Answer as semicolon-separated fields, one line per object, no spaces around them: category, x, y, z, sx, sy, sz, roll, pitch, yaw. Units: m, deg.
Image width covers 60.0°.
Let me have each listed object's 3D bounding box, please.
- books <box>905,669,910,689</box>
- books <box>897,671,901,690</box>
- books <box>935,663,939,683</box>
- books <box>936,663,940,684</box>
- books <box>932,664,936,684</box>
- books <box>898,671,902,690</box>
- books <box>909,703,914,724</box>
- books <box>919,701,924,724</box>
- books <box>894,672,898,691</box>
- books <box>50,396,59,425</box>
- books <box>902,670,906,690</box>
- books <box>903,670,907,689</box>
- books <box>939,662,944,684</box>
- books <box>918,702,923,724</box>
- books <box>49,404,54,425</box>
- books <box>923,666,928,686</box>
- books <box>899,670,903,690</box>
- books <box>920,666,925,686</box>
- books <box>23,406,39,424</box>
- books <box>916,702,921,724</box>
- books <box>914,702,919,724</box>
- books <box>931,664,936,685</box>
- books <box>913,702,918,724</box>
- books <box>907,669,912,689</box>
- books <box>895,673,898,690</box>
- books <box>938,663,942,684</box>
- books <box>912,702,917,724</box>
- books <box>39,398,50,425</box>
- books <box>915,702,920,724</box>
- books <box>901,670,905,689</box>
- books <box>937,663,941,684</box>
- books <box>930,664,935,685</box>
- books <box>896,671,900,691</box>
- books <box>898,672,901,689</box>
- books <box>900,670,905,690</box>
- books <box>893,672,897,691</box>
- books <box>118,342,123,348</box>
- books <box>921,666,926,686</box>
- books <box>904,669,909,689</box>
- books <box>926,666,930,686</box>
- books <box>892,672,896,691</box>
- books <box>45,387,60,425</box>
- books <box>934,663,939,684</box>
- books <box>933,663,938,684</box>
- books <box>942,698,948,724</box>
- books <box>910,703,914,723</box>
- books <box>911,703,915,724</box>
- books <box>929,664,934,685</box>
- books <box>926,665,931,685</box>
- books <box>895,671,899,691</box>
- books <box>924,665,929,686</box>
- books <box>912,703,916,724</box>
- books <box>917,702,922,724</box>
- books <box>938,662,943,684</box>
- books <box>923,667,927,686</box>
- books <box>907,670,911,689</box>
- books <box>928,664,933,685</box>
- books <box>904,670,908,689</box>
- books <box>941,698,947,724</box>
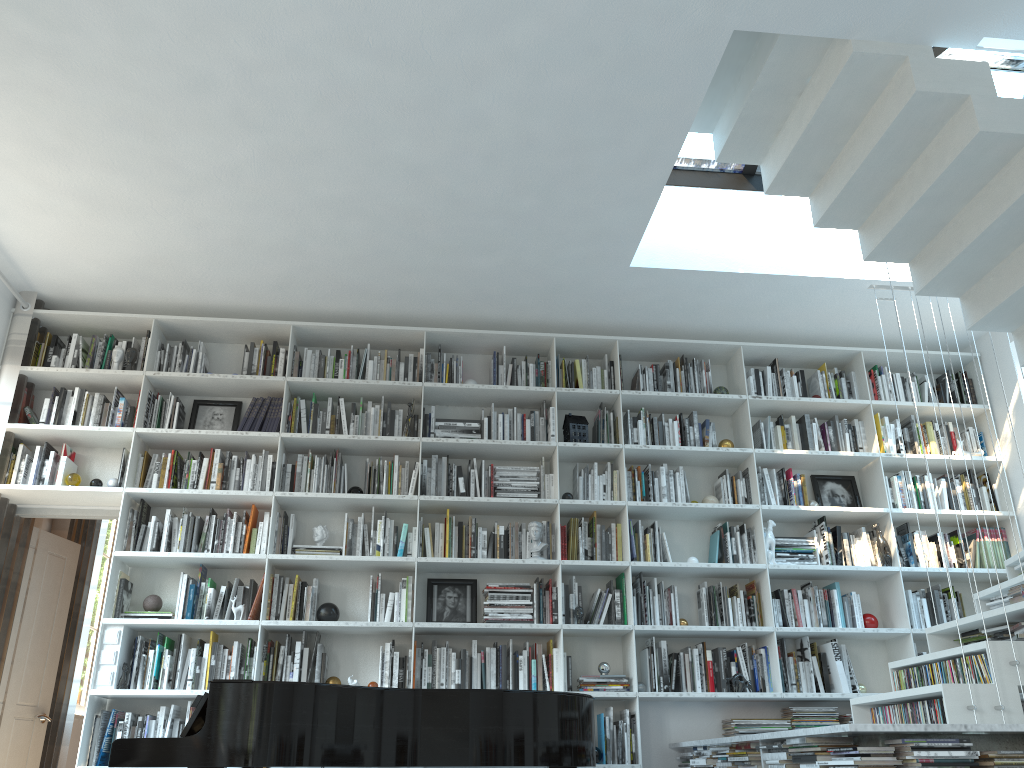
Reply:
books;1.997;1.462;4.341;0.125;0.124;0.008;2;-23;-6
books;1.988;1.495;4.417;0.125;0.124;0.009;2;-23;-6
books;2.026;1.355;4.097;0.125;0.124;0.008;2;-23;-6
books;2.027;1.352;4.090;0.125;0.124;0.008;2;-23;-6
books;2.023;1.365;4.120;0.125;0.124;0.007;2;-23;-6
books;1.990;1.489;4.403;0.125;0.124;0.008;2;-23;-6
books;1.878;1.516;4.032;0.125;0.124;0.008;2;-23;-6
books;1.887;1.482;3.955;0.125;0.124;0.008;2;-23;-6
books;1.985;1.507;4.445;0.125;0.125;0.009;2;-23;-6
books;-2.758;0.212;5.400;0.022;0.227;0.172;2;-23;-6
books;1.994;1.474;4.369;0.125;0.124;0.007;2;-23;-6
books;1.995;1.471;4.362;0.125;0.124;0.007;2;-23;-6
books;2.030;1.340;4.063;0.125;0.124;0.008;2;-23;-6
books;1.886;1.485;3.962;0.125;0.124;0.008;2;-23;-6
books;-2.784;0.238;5.414;0.024;0.191;0.138;2;-23;-6
books;2.015;1.394;4.188;0.125;0.125;0.011;2;-23;-6
books;1.991;1.485;4.395;0.125;0.125;0.010;2;-23;-6
books;2.012;1.406;4.214;0.125;0.124;0.008;2;-23;-6
books;-2.901;0.239;5.396;0.121;0.175;0.130;2;-23;-6
books;1.884;1.492;3.976;0.125;0.125;0.010;2;-23;-6
books;1.883;1.498;3.991;0.125;0.124;0.008;2;-23;-6
books;2.023;1.368;4.127;0.125;0.124;0.007;2;-23;-6
books;1.882;1.501;3.998;0.125;0.124;0.007;2;-23;-6
books;1.999;1.454;4.323;0.125;0.125;0.010;2;-23;-6
books;1.986;1.504;4.437;0.125;0.124;0.008;2;-23;-6
books;2.029;1.346;4.077;0.125;0.124;0.008;2;-23;-6
books;1.881;1.504;4.005;0.125;0.124;0.008;2;-23;-6
books;-2.823;0.219;5.402;0.034;0.217;0.167;2;-23;-6
books;1.883;1.495;3.983;0.125;0.124;0.009;2;-23;-6
books;1.993;1.477;4.376;0.125;0.124;0.008;2;-23;-6
books;2.028;1.349;4.084;0.125;0.124;0.008;2;-23;-6
books;2.022;1.371;4.134;0.125;0.124;0.007;2;-23;-6
books;1.987;1.498;4.424;0.125;0.124;0.008;2;-23;-6
books;1.989;1.492;4.410;0.125;0.124;0.007;2;-23;-6
books;1.992;1.482;4.387;0.125;0.125;0.012;2;-23;-6
books;1.984;1.510;4.452;0.125;0.124;0.008;2;-23;-6
books;-2.459;-0.119;5.577;0.025;0.242;0.168;2;-23;-6
books;2.013;1.403;4.208;0.125;0.124;0.008;2;-23;-6
books;1.996;1.465;4.348;0.125;0.124;0.008;2;-23;-6
books;2.017;1.387;4.172;0.125;0.124;0.007;2;-23;-6
books;1.983;1.513;4.459;0.125;0.124;0.009;2;-23;-6
books;-2.800;0.185;5.422;0.011;0.295;0.163;2;-23;-6
books;2.025;1.358;4.104;0.125;0.124;0.008;2;-23;-6
books;2.024;1.362;4.113;0.125;0.125;0.010;2;-23;-6
books;1.908;1.406;3.780;0.125;0.124;0.007;2;-23;-6
books;1.879;1.513;4.025;0.125;0.124;0.008;2;-23;-6
books;1.879;1.510;4.018;0.125;0.124;0.008;2;-23;-6
books;2.021;1.374;4.142;0.125;0.125;0.010;2;-23;-6
books;2.018;1.384;4.163;0.125;0.125;0.010;2;-23;-6
books;1.987;1.501;4.430;0.125;0.124;0.007;2;-23;-6
books;2.016;1.391;4.181;0.125;0.125;0.009;2;-23;-6
books;1.880;1.507;4.012;0.125;0.124;0.008;2;-23;-6
books;1.885;1.489;3.970;0.125;0.125;0.010;2;-23;-6
books;2.029;1.343;4.070;0.125;0.124;0.007;2;-23;-6
books;2.014;1.399;4.198;0.125;0.125;0.012;2;-23;-6
books;1.998;1.458;4.332;0.125;0.125;0.010;2;-23;-6
books;2.020;1.379;4.152;0.125;0.125;0.014;2;-23;-6
books;1.995;1.468;4.355;0.125;0.124;0.007;2;-23;-6
books;1.907;1.410;3.789;0.125;0.125;0.009;2;-23;-6
